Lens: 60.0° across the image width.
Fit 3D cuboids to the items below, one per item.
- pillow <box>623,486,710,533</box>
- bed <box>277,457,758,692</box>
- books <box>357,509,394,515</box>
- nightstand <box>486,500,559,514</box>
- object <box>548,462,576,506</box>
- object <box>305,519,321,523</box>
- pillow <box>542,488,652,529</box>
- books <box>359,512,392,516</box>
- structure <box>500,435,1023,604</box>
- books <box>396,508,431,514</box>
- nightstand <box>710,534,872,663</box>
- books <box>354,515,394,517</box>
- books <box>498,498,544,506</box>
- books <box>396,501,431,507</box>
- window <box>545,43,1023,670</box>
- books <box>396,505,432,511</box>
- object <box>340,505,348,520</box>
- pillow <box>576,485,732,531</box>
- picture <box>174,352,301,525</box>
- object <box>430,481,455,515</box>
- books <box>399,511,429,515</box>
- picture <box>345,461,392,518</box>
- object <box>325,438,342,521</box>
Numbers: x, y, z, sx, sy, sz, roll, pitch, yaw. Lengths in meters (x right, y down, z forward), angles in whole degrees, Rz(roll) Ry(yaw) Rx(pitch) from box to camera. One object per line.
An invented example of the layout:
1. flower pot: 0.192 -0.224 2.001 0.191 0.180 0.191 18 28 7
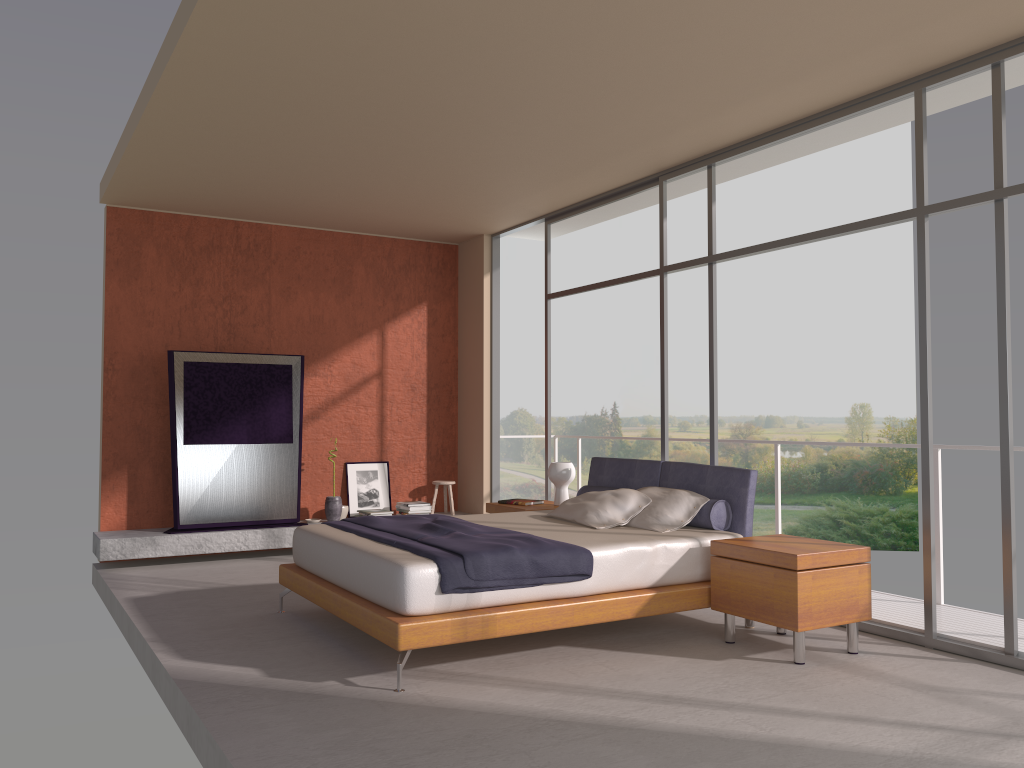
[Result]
1. pillow: 0.890 0.809 5.722 0.400 0.265 0.791 1 -3 -27
2. bed: 0.028 0.989 5.543 2.462 0.959 2.017 1 -3 -30
3. books: -1.336 1.249 8.663 0.247 0.018 0.328 2 -3 -33
4. nightstand: 0.185 1.248 7.133 0.562 0.556 0.628 1 -3 -30
5. object: 0.396 0.794 7.065 0.224 0.338 0.224 1 -3 -19
6. object: -1.888 1.307 8.420 0.152 0.040 0.152 0 -2 5
7. pillow: 0.550 0.827 5.938 0.431 0.264 0.869 1 -3 -23
8. books: -1.333 1.270 8.658 0.247 0.025 0.287 1 -3 -28
9. structure: 2.096 0.906 6.004 0.728 1.005 7.689 1 -3 -30
10. books: -0.980 1.261 8.840 0.247 0.027 0.328 1 -3 -29
11. nightstand: 1.517 1.153 4.855 0.562 0.556 0.628 1 -3 -30
12. books: -1.343 1.293 8.668 0.328 0.018 0.247 -2 -3 44
13. books: 0.074 0.959 7.211 0.287 0.025 0.247 -2 -3 40
14. books: -0.983 1.197 8.848 0.247 0.025 0.287 1 -3 -30
15. window: 1.847 -0.093 5.675 0.075 3.133 6.106 1 -3 -30
16. books: -0.980 1.228 8.842 0.247 0.038 0.319 2 -3 -33
17. object: -1.691 1.261 8.670 0.179 0.137 0.180 1 -3 -18
18. pillow: 0.926 0.832 6.059 0.205 0.201 1.470 1 -3 -30
19. picture: -2.445 0.476 7.960 1.129 1.496 0.126 1 -3 -30
20. object: -0.694 1.180 9.172 0.260 0.349 0.257 -1 -3 29
21. books: -0.973 1.287 8.821 0.247 0.025 0.287 1 -3 -19
22. picture: -1.443 1.062 8.941 0.458 0.550 0.117 1 -3 -30
23. object: -1.705 0.916 8.479 0.165 0.810 0.165 0 -2 -7
